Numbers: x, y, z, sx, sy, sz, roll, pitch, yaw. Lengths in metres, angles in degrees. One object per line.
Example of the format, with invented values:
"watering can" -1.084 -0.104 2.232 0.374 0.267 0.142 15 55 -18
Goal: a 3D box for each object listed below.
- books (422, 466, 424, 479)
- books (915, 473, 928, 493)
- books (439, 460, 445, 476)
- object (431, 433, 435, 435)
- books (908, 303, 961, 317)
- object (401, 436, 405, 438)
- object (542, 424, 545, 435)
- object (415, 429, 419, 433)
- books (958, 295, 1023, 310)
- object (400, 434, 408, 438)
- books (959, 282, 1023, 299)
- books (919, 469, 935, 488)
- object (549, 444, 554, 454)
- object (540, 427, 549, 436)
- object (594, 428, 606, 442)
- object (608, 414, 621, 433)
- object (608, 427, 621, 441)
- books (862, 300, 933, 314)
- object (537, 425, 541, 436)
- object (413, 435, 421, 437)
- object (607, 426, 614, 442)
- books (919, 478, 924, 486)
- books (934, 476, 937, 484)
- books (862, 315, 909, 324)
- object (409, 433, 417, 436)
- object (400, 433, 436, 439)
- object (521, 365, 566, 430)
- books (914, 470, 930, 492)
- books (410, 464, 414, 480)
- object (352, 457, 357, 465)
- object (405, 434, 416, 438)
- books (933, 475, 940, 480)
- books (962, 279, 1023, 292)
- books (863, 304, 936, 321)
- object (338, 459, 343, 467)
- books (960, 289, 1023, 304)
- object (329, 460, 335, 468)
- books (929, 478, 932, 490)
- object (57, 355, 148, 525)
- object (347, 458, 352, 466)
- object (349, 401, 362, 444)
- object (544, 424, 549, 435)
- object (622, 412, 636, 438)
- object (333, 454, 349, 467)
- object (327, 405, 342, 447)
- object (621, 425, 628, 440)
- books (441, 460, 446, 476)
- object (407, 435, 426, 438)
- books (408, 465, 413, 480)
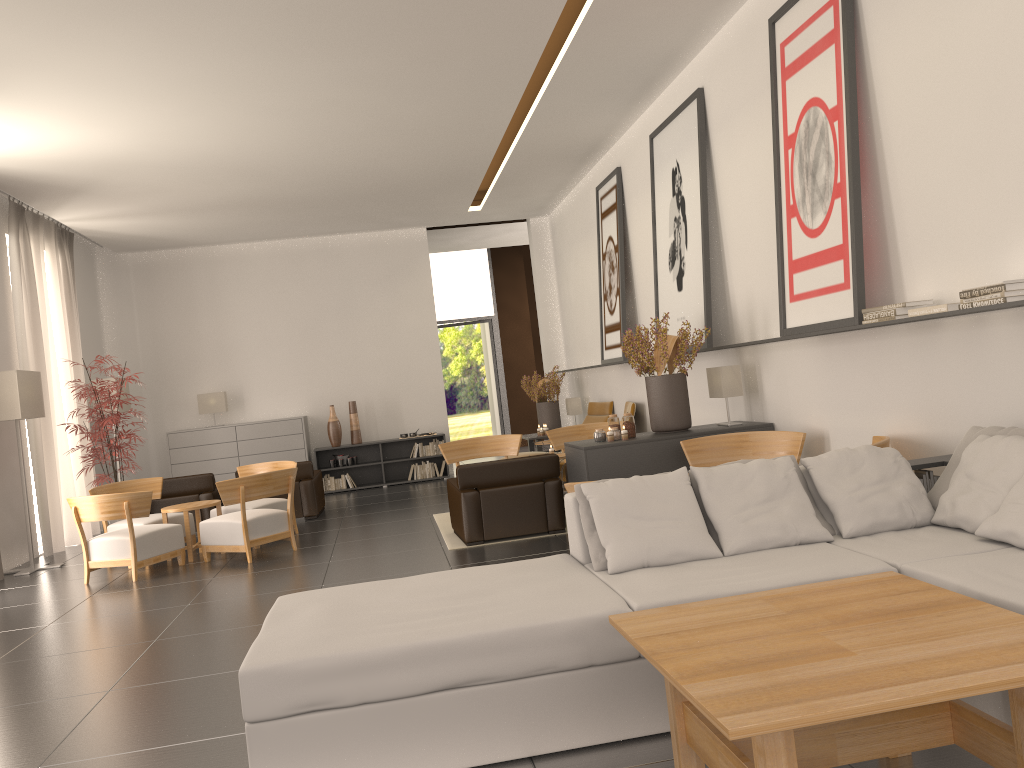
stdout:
"books" -2.143 2.097 21.238 0.018 0.319 0.226 -6 -1 -9
"books" 3.272 0.845 7.102 0.028 0.254 0.149 -6 -1 -9
"books" -1.682 2.025 21.298 0.154 0.361 0.249 -6 -1 -9
"object" -1.888 1.192 21.243 0.112 0.040 0.034 -7 -1 -19
"books" 3.439 -0.597 7.093 0.301 0.064 0.406 -7 0 -19
"object" -2.623 1.277 21.310 0.112 0.040 0.034 -7 -1 36
"object" 0.737 1.031 20.124 0.104 0.254 0.104 -7 -1 42
"object" -2.362 1.174 21.593 0.262 0.152 0.086 -6 -1 -41
"books" 3.517 -0.593 6.378 0.316 0.040 0.503 -7 0 -9
"object" -2.619 1.255 21.525 0.187 0.082 0.188 -7 0 42
"books" 3.499 -0.676 6.369 0.284 0.053 0.484 -7 0 -9
"books" 3.333 0.828 7.119 0.028 0.273 0.165 -6 -1 -9
"object" 0.620 1.042 13.916 0.076 0.187 0.076 -7 -1 30
"object" 0.732 1.064 19.984 0.207 0.187 0.111 -6 -1 -22
"object" 1.102 0.642 11.128 0.158 0.158 0.157 -6 -1 -35
"object" 1.298 0.534 11.244 0.158 0.325 0.157 -6 -1 -17
"object" 1.275 0.622 11.042 0.158 0.158 0.157 -6 -1 -35
"books" 3.341 -0.669 7.701 0.300 0.040 0.525 -7 0 -19
"object" 0.620 1.044 20.080 0.108 0.254 0.108 -6 -1 -44
"object" -2.376 1.262 21.212 0.515 0.015 0.014 -7 -1 -16
"object" 1.209 0.614 10.925 0.076 0.187 0.076 -7 -1 8
"books" 3.243 0.864 7.109 0.028 0.222 0.175 -6 -1 -9
"books" 3.364 0.848 7.124 0.028 0.226 0.167 -6 -1 -9
"books" 3.354 -0.571 7.708 0.377 0.032 0.504 -7 0 -9
"object" -2.398 1.229 21.554 0.188 0.082 0.188 -7 0 6
"object" -2.265 1.258 21.380 0.894 0.003 0.671 -7 0 -6
"object" 0.753 0.374 20.636 0.927 1.554 1.587 -7 -1 20
"books" 3.295 0.832 7.109 0.021 0.274 0.156 -6 -1 -9
"books" -2.396 2.101 21.188 0.156 0.371 0.251 -6 -1 -9
"object" -3.752 1.829 21.170 0.135 0.179 0.136 -7 -1 -2
"object" -2.450 1.248 21.293 0.292 0.058 0.086 -7 0 -22
"books" 3.397 0.847 7.132 0.039 0.221 0.173 -6 -1 -9
"books" 3.497 -0.714 6.384 0.256 0.023 0.434 -7 0 -9
"books" 3.363 -0.620 7.699 0.391 0.063 0.497 -7 0 -9
"object" -4.030 1.861 20.891 0.135 0.179 0.135 -6 -1 -7
"books" 3.544 -0.635 6.383 0.350 0.039 0.525 -7 0 -4
"object" -4.237 1.885 20.934 0.135 0.179 0.135 -6 -1 -7
"books" 3.316 0.859 7.110 0.012 0.215 0.153 -6 -1 -9
"object" -6.995 1.192 15.345 1.490 3.399 1.769 -6 -1 -24
"object" -3.830 1.838 20.950 0.136 0.179 0.135 -6 -1 -38
"object" -3.773 0.924 21.236 0.262 1.025 0.262 -6 -1 -5
"object" 0.773 1.027 20.004 0.104 0.254 0.104 -7 -1 42
"object" 1.470 0.515 11.158 0.157 0.325 0.158 -7 -1 28
"object" -4.061 1.799 21.100 0.413 0.310 0.142 -7 -1 6
"object" -4.204 0.990 20.946 0.326 0.992 0.327 -7 -1 15
"object" 1.379 0.595 10.874 0.080 0.187 0.080 -7 -1 1
"books" -1.654 2.016 21.301 0.156 0.371 0.251 -6 -1 -9
"object" -2.303 1.254 21.184 0.515 0.015 0.014 -7 -1 -10
"books" -2.424 2.111 21.184 0.154 0.361 0.249 -6 -1 -9
